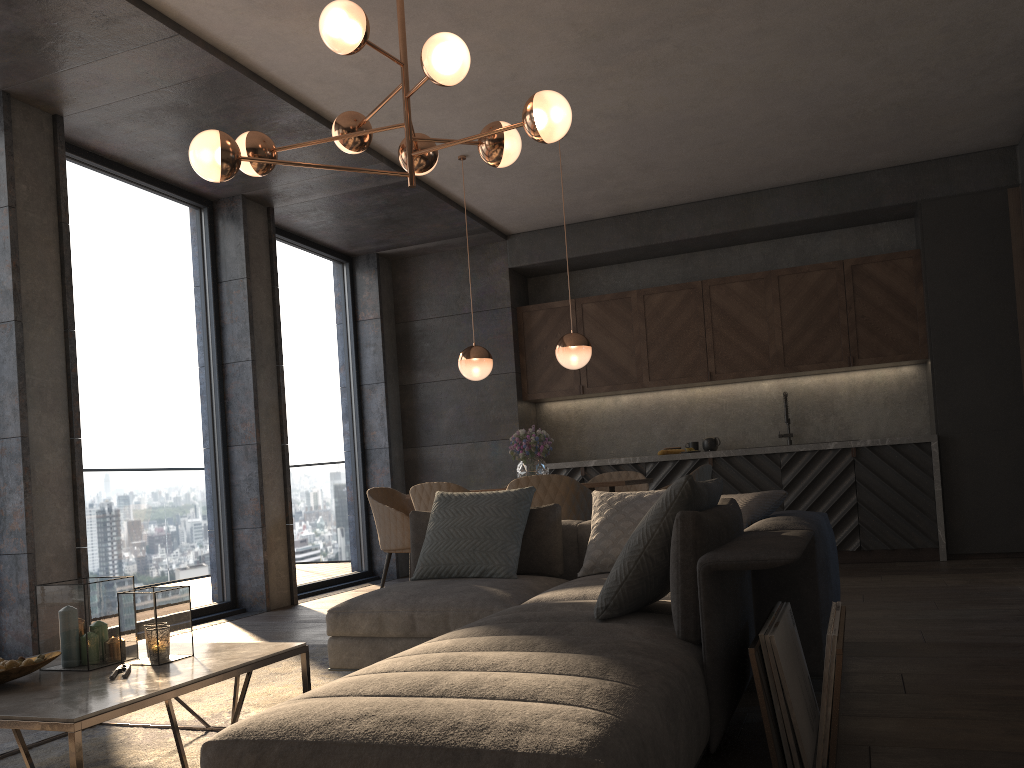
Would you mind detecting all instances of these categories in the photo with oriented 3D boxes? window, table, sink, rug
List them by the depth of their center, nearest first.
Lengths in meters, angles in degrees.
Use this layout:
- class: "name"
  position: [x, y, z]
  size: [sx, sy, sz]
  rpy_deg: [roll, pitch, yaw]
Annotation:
- class: "table"
  position: [-1.257, 1.009, 2.623]
  size: [0.933, 0.308, 0.933]
  rpy_deg: [-6, -6, 21]
- class: "rug"
  position: [-0.868, 1.177, 2.929]
  size: [1.734, 0.020, 3.153]
  rpy_deg: [-6, -7, 21]
- class: "window"
  position: [-2.734, 0.020, 4.823]
  size: [0.199, 2.986, 7.287]
  rpy_deg: [-4, -6, 21]
- class: "table"
  position: [0.153, 1.062, 5.837]
  size: [1.470, 0.767, 0.770]
  rpy_deg: [-6, -4, 21]
- class: "sink"
  position: [2.355, 0.318, 7.335]
  size: [0.965, 0.545, 0.461]
  rpy_deg: [-6, -4, 21]

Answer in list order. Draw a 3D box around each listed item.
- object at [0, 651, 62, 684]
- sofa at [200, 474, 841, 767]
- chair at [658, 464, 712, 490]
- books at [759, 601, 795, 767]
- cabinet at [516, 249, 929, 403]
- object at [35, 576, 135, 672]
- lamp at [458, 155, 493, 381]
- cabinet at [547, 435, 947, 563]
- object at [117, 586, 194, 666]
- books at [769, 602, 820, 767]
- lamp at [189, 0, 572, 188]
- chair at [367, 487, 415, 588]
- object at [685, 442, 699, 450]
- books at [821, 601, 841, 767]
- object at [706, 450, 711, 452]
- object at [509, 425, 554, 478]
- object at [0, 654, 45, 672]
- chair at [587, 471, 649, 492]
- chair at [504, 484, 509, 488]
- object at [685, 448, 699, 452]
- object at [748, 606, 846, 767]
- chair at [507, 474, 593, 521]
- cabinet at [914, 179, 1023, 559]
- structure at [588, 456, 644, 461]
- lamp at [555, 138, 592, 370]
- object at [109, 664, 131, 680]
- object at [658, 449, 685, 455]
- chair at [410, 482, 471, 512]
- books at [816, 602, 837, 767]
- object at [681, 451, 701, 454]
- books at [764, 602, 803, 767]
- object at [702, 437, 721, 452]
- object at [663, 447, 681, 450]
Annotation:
- class: "object"
  position: [-1.475, 0.815, 2.513]
  size: [0.347, 0.083, 0.349]
  rpy_deg: [-4, -6, -1]
- class: "sofa"
  position: [0.026, 0.741, 3.029]
  size: [2.029, 0.781, 2.920]
  rpy_deg: [-6, -7, 21]
- class: "chair"
  position: [0.995, 0.931, 5.480]
  size: [0.512, 0.834, 0.556]
  rpy_deg: [-5, -3, 25]
- class: "books"
  position: [0.779, 0.841, 2.524]
  size: [0.062, 0.354, 0.569]
  rpy_deg: [-4, -5, 21]
- class: "cabinet"
  position: [1.706, -0.438, 7.669]
  size: [3.401, 0.863, 0.370]
  rpy_deg: [-6, -3, 21]
- class: "object"
  position: [-1.321, 0.742, 2.751]
  size: [0.200, 0.260, 0.197]
  rpy_deg: [-5, -3, 21]
- class: "lamp"
  position: [-0.292, -0.790, 6.037]
  size: [0.240, 1.540, 0.239]
  rpy_deg: [-5, -2, 27]
- class: "cabinet"
  position: [1.763, 1.053, 7.526]
  size: [3.401, 0.947, 0.601]
  rpy_deg: [-6, -3, 21]
- class: "object"
  position: [-1.103, 0.746, 2.737]
  size: [0.149, 0.220, 0.150]
  rpy_deg: [-5, -3, 21]
- class: "books"
  position: [0.809, 0.838, 2.508]
  size: [0.079, 0.351, 0.569]
  rpy_deg: [-4, -5, 21]
- class: "lamp"
  position: [-0.540, -1.284, 3.774]
  size: [1.463, 1.035, 1.020]
  rpy_deg: [-4, -4, -3]
- class: "chair"
  position: [-0.700, 1.123, 6.173]
  size: [0.512, 0.834, 0.556]
  rpy_deg: [-5, -3, 25]
- class: "object"
  position: [1.577, 0.557, 7.695]
  size: [0.112, 0.103, 0.091]
  rpy_deg: [-1, -5, -36]
- class: "books"
  position: [0.894, 0.826, 2.466]
  size: [0.065, 0.353, 0.569]
  rpy_deg: [-4, -5, 21]
- class: "object"
  position: [1.489, 0.593, 7.593]
  size: [0.491, 0.040, 0.285]
  rpy_deg: [-6, -7, 16]
- class: "object"
  position: [0.136, 0.477, 5.874]
  size: [0.298, 0.407, 0.330]
  rpy_deg: [-3, -3, -9]
- class: "object"
  position: [-1.476, 0.816, 2.504]
  size: [0.278, 0.071, 0.325]
  rpy_deg: [-5, -6, 10]
- class: "chair"
  position: [0.716, 1.035, 6.223]
  size: [0.556, 0.834, 0.511]
  rpy_deg: [-5, -3, 21]
- class: "chair"
  position: [0.120, 1.104, 6.479]
  size: [0.556, 0.834, 0.511]
  rpy_deg: [-5, -3, 16]
- class: "object"
  position: [1.525, 0.567, 7.535]
  size: [0.120, 0.045, 0.116]
  rpy_deg: [-7, -6, 26]
- class: "object"
  position: [0.812, 0.838, 2.428]
  size: [0.216, 0.350, 0.669]
  rpy_deg: [-5, -5, 21]
- class: "chair"
  position: [0.253, 0.948, 5.191]
  size: [0.556, 0.834, 0.511]
  rpy_deg: [-5, -3, 16]
- class: "cabinet"
  position: [3.720, -0.105, 6.433]
  size: [1.190, 2.747, 1.204]
  rpy_deg: [-5, -2, 21]
- class: "structure"
  position: [0.965, 0.673, 7.853]
  size: [0.612, 0.017, 0.506]
  rpy_deg: [-6, -7, 21]
- class: "lamp"
  position: [0.359, -0.863, 5.782]
  size: [0.239, 1.540, 0.240]
  rpy_deg: [-4, -1, -3]
- class: "object"
  position: [-1.131, 0.832, 2.560]
  size: [0.046, 0.012, 0.182]
  rpy_deg: [-2, -7, -18]
- class: "object"
  position: [1.384, 0.590, 7.619]
  size: [0.301, 0.054, 0.071]
  rpy_deg: [0, -6, -28]
- class: "chair"
  position: [-0.317, 1.011, 5.410]
  size: [0.557, 0.834, 0.510]
  rpy_deg: [-6, -3, 31]
- class: "books"
  position: [0.885, 0.829, 2.478]
  size: [0.065, 0.353, 0.569]
  rpy_deg: [-4, -5, 21]
- class: "object"
  position: [1.526, 0.585, 7.535]
  size: [0.170, 0.020, 0.171]
  rpy_deg: [2, -9, -43]
- class: "books"
  position: [0.793, 0.839, 2.516]
  size: [0.068, 0.353, 0.569]
  rpy_deg: [-4, -5, 21]
- class: "object"
  position: [1.718, 0.524, 7.637]
  size: [0.136, 0.137, 0.153]
  rpy_deg: [-3, -4, -6]
- class: "object"
  position: [1.411, 0.592, 7.767]
  size: [0.157, 0.068, 0.117]
  rpy_deg: [-4, -5, 6]
